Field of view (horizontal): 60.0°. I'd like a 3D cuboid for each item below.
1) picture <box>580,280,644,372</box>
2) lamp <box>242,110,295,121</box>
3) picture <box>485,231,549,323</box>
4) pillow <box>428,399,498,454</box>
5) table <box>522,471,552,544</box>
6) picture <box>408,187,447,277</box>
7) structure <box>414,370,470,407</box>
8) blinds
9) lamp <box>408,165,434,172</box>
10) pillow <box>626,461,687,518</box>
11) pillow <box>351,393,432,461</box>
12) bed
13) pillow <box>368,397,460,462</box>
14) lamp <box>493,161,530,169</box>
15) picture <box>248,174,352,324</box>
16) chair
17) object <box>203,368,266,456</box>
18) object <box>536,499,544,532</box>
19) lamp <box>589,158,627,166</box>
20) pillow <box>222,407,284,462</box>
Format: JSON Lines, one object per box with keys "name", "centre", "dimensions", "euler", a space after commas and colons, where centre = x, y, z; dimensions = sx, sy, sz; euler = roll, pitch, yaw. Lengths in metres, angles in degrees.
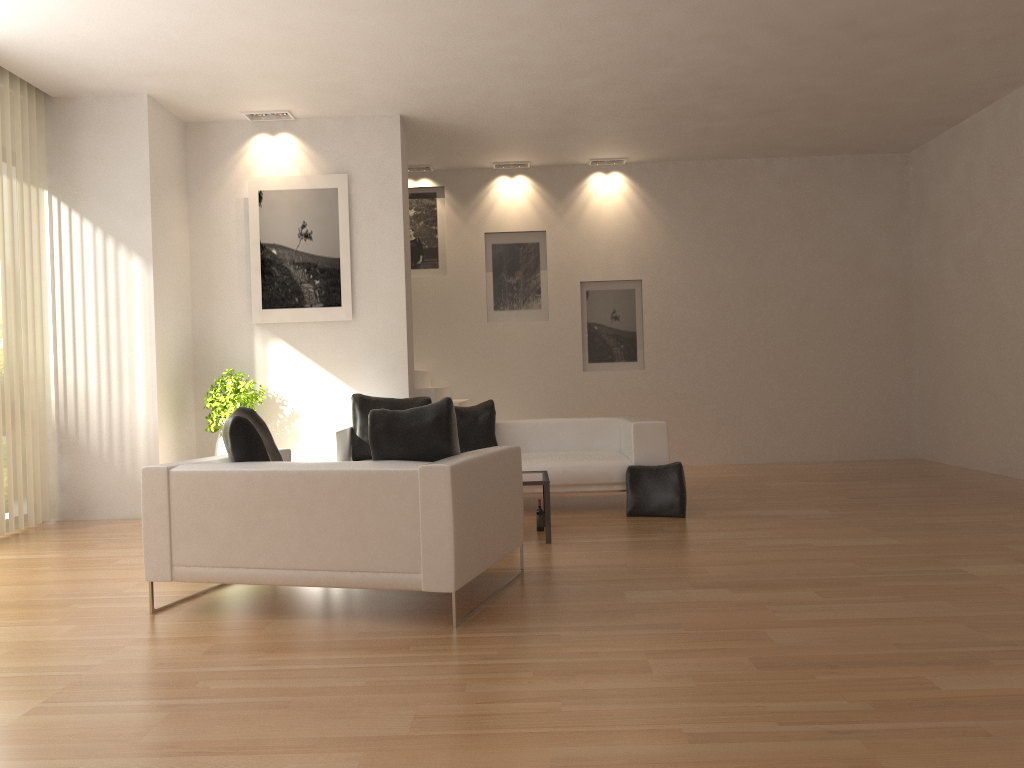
{"name": "picture", "centre": [1.244, -0.719, 11.028], "dimensions": [0.802, 1.155, 0.005], "euler": [-2, 0, 1]}
{"name": "lamp", "centre": [-2.353, -2.665, 8.570], "dimensions": [0.446, 0.166, 0.243], "euler": [-2, 0, 1]}
{"name": "picture", "centre": [0.058, -1.332, 11.045], "dimensions": [0.802, 1.155, 0.005], "euler": [-2, 0, 1]}
{"name": "pillow", "centre": [-0.441, 0.412, 8.098], "dimensions": [0.628, 0.524, 0.270], "euler": [-2, 0, -15]}
{"name": "table", "centre": [-0.511, 0.914, 6.396], "dimensions": [1.566, 0.460, 0.709], "euler": [-2, 0, 1]}
{"name": "picture", "centre": [-1.206, -1.889, 11.064], "dimensions": [0.802, 1.155, 0.005], "euler": [-2, 0, 1]}
{"name": "structure", "centre": [-1.765, 0.432, 10.100], "dimensions": [4.625, 1.403, 1.839], "euler": [-2, 0, 1]}
{"name": "blinds", "centre": [-4.117, -0.736, 7.122], "dimensions": [0.143, 3.861, 1.409], "euler": [-2, 0, -2]}
{"name": "lamp", "centre": [-1.198, -2.711, 10.863], "dimensions": [0.446, 0.166, 0.243], "euler": [-2, 0, 1]}
{"name": "pillow", "centre": [1.168, 0.863, 7.162], "dimensions": [0.503, 0.457, 0.340], "euler": [-2, 0, 19]}
{"name": "pillow", "centre": [-1.091, 0.408, 8.087], "dimensions": [0.755, 0.666, 0.346], "euler": [-2, 0, -13]}
{"name": "bed", "centre": [-0.218, 0.718, 7.930], "dimensions": [3.075, 0.761, 1.262], "euler": [-2, 0, 1]}
{"name": "pillow", "centre": [-0.477, 0.402, 4.560], "dimensions": [0.506, 0.666, 0.324], "euler": [-2, 0, -9]}
{"name": "lamp", "centre": [-0.008, -2.748, 10.842], "dimensions": [0.446, 0.166, 0.243], "euler": [-2, 0, 1]}
{"name": "picture", "centre": [-2.073, -1.323, 8.671], "dimensions": [0.979, 1.431, 0.004], "euler": [-2, 0, 1]}
{"name": "chair", "centre": [-0.884, 0.752, 4.829], "dimensions": [1.671, 0.761, 1.262], "euler": [-2, 0, 16]}
{"name": "object", "centre": [-2.611, 0.513, 8.351], "dimensions": [0.570, 1.324, 0.631], "euler": [-2, 0, 15]}
{"name": "object", "centre": [0.206, 0.973, 6.553], "dimensions": [0.059, 0.244, 0.059], "euler": [-2, 0, -22]}
{"name": "lamp", "centre": [1.165, -2.785, 10.823], "dimensions": [0.446, 0.166, 0.243], "euler": [-2, 0, 1]}
{"name": "pillow", "centre": [-1.429, 0.424, 4.924], "dimensions": [0.291, 0.598, 0.660], "euler": [-2, 0, -10]}
